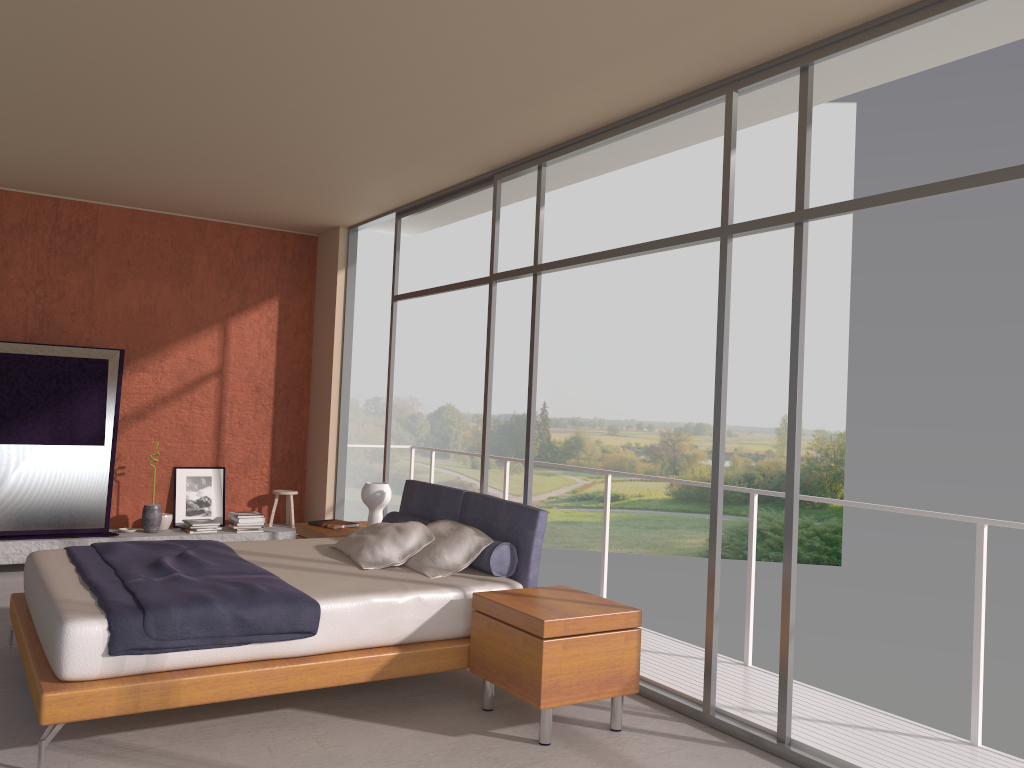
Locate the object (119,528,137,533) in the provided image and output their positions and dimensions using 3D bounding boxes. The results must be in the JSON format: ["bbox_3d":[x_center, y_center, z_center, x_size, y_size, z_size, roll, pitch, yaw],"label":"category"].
[{"bbox_3d":[-3.339,1.280,7.711,0.152,0.040,0.152,2,-2,3],"label":"object"}]

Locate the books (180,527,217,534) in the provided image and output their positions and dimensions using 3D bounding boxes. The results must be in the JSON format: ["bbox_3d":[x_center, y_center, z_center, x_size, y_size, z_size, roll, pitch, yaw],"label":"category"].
[{"bbox_3d":[-2.811,1.310,7.965,0.247,0.025,0.287,4,-2,-36],"label":"books"}]

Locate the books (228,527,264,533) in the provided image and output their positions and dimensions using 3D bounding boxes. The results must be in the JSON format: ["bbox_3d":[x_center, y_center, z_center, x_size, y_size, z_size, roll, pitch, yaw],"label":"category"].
[{"bbox_3d":[-2.448,1.337,8.162,0.247,0.018,0.328,4,-2,-31],"label":"books"}]

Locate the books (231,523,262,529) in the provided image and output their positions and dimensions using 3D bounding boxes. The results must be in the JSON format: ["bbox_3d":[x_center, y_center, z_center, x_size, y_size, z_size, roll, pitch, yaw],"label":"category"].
[{"bbox_3d":[-2.440,1.298,8.146,0.247,0.025,0.287,3,-2,-22],"label":"books"}]

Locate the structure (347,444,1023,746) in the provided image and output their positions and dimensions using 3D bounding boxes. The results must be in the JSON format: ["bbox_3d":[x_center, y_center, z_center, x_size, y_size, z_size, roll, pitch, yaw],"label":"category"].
[{"bbox_3d":[0.744,1.090,5.440,0.728,1.005,7.689,4,-2,-32],"label":"structure"}]

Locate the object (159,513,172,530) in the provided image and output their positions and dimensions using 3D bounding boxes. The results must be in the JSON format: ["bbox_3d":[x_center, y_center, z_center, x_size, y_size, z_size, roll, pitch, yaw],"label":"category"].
[{"bbox_3d":[-3.149,1.240,7.968,0.179,0.137,0.180,3,-2,-20],"label":"object"}]

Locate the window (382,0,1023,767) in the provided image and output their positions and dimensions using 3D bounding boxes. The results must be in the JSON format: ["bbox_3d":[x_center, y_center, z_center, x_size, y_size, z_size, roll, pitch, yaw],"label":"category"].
[{"bbox_3d":[0.554,0.086,5.091,0.075,3.133,6.106,4,-2,-32],"label":"window"}]

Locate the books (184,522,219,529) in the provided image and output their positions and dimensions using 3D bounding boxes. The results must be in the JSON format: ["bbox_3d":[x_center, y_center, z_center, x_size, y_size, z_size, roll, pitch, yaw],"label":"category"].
[{"bbox_3d":[-2.792,1.266,7.970,0.247,0.025,0.287,4,-2,-30],"label":"books"}]

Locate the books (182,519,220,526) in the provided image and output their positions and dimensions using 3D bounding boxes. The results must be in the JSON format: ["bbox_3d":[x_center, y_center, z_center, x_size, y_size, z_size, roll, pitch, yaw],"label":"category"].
[{"bbox_3d":[-2.795,1.245,7.974,0.247,0.018,0.328,4,-2,-35],"label":"books"}]

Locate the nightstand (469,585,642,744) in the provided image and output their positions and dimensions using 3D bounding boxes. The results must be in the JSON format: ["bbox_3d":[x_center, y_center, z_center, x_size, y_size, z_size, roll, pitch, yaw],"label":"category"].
[{"bbox_3d":[0.196,1.325,4.273,0.562,0.556,0.628,4,-2,-32],"label":"nightstand"}]

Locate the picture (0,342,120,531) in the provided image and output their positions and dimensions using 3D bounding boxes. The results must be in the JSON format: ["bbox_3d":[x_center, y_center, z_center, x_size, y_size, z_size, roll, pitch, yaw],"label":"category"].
[{"bbox_3d":[-3.840,0.431,7.222,1.129,1.496,0.126,4,-2,-32],"label":"picture"}]

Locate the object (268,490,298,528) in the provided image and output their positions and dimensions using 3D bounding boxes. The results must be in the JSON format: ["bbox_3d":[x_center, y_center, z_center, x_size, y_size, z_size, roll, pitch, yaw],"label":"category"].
[{"bbox_3d":[-2.169,1.199,8.506,0.260,0.349,0.257,2,-2,27],"label":"object"}]

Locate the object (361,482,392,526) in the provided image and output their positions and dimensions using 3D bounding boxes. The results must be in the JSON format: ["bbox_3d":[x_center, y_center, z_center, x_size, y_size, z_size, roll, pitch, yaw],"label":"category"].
[{"bbox_3d":[-0.986,0.889,6.436,0.224,0.338,0.224,3,-2,-21],"label":"object"}]

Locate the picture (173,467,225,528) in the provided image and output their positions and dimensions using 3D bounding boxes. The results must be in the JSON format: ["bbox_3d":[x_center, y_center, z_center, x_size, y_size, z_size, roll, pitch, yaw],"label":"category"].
[{"bbox_3d":[-2.903,1.049,8.246,0.458,0.550,0.117,4,-2,-32],"label":"picture"}]

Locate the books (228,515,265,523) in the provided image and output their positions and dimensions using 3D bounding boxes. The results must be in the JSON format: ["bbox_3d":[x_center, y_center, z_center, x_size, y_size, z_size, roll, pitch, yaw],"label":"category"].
[{"bbox_3d":[-2.444,1.238,8.165,0.247,0.038,0.319,4,-2,-35],"label":"books"}]

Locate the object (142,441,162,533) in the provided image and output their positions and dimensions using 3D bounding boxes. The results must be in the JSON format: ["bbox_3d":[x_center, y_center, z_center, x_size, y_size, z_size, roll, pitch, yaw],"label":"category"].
[{"bbox_3d":[-3.140,0.898,7.773,0.165,0.810,0.165,3,-2,-9],"label":"object"}]

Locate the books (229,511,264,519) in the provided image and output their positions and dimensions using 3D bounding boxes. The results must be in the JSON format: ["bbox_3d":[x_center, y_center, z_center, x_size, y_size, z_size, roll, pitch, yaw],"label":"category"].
[{"bbox_3d":[-2.446,1.206,8.171,0.247,0.025,0.287,4,-2,-33],"label":"books"}]

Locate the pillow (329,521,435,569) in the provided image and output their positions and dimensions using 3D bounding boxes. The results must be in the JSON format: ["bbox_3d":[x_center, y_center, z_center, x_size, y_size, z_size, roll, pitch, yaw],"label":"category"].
[{"bbox_3d":[-0.793,0.943,5.316,0.431,0.264,0.869,3,-2,-25],"label":"pillow"}]

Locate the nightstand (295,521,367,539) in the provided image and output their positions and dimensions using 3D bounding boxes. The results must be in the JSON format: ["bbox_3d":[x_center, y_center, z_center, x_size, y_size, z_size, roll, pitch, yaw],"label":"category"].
[{"bbox_3d":[-1.220,1.331,6.502,0.562,0.556,0.628,4,-2,-32],"label":"nightstand"}]

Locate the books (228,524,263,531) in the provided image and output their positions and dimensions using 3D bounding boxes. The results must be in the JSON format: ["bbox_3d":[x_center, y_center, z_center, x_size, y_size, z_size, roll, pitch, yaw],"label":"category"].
[{"bbox_3d":[-2.451,1.319,8.168,0.247,0.018,0.287,4,-2,-33],"label":"books"}]

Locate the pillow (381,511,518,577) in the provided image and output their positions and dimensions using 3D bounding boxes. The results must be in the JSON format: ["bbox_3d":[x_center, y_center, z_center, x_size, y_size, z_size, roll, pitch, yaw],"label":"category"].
[{"bbox_3d":[-0.422,0.963,5.451,0.205,0.201,1.470,4,-2,-32],"label":"pillow"}]

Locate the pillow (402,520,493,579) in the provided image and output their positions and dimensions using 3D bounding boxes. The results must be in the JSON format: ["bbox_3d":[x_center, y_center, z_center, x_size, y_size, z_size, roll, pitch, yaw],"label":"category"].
[{"bbox_3d":[-0.445,0.942,5.113,0.400,0.265,0.791,4,-2,-30],"label":"pillow"}]

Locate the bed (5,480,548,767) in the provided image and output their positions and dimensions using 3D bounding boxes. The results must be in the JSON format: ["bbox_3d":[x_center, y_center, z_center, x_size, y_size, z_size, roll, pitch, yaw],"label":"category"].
[{"bbox_3d":[-1.307,1.085,4.904,2.462,0.959,2.017,4,-2,-32],"label":"bed"}]

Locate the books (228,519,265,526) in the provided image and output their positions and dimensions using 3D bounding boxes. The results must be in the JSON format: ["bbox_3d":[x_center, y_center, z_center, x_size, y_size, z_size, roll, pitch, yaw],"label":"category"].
[{"bbox_3d":[-2.445,1.270,8.164,0.247,0.027,0.328,4,-2,-31],"label":"books"}]

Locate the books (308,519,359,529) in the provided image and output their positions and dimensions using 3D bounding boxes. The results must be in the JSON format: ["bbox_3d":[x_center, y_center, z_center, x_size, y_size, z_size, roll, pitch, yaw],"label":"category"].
[{"bbox_3d":[-1.320,1.038,6.572,0.287,0.025,0.247,1,-2,38],"label":"books"}]

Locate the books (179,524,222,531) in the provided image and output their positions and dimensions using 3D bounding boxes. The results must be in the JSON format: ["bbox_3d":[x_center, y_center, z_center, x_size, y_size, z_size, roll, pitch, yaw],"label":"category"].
[{"bbox_3d":[-2.803,1.288,7.980,0.328,0.018,0.247,1,-2,42],"label":"books"}]
